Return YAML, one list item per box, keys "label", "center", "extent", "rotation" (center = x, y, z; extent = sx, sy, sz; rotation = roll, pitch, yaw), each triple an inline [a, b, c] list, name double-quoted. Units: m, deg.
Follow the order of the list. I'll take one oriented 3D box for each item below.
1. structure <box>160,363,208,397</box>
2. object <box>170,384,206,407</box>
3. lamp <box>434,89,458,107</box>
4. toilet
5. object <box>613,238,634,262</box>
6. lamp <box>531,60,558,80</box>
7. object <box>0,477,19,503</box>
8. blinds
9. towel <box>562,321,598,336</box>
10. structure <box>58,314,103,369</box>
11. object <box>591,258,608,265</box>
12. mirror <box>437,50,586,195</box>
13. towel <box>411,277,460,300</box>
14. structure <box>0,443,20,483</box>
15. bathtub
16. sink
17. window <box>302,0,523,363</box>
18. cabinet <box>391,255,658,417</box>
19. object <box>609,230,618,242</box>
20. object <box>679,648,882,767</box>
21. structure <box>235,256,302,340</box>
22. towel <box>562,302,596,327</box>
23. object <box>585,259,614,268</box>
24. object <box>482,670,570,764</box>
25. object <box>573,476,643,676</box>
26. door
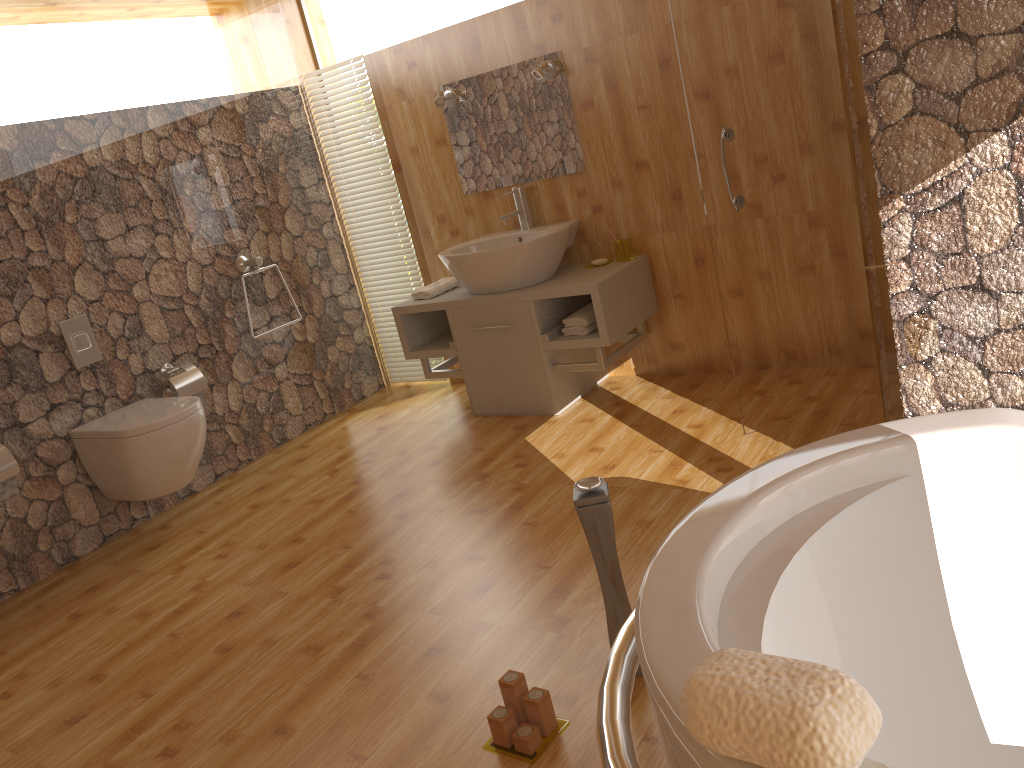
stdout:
- label: "structure"
  center: [-1.482, -0.019, 3.942]
  extent: [0.154, 0.151, 0.170]
  rotation: [-2, 19, 35]
- label: "object"
  center: [-1.443, 0.045, 3.953]
  extent: [0.090, 0.151, 0.098]
  rotation: [-2, 19, 35]
- label: "lamp"
  center: [-0.322, -1.344, 4.186]
  extent: [0.080, 0.080, 0.124]
  rotation: [-2, 19, 35]
- label: "toilet"
  center: [-1.461, 0.275, 3.645]
  extent: [0.507, 0.337, 0.371]
  rotation: [-2, 19, 35]
- label: "object"
  center: [0.499, -0.598, 3.961]
  extent: [0.060, 0.093, 0.060]
  rotation: [-2, 19, 35]
- label: "lamp"
  center: [0.135, -1.363, 3.862]
  extent: [0.080, 0.080, 0.124]
  rotation: [-2, 19, 35]
- label: "object"
  center: [-1.909, 0.358, 3.277]
  extent: [0.090, 0.151, 0.098]
  rotation: [-2, 19, 35]
- label: "blinds"
  center: [-0.777, -1.037, 4.741]
  extent: [0.420, 2.178, 0.042]
  rotation: [-2, 19, 35]
- label: "towel"
  center: [0.335, -0.269, 3.892]
  extent: [0.140, 0.048, 0.225]
  rotation: [0, 21, 40]
- label: "structure"
  center: [-1.778, -0.175, 3.656]
  extent: [0.010, 0.200, 0.120]
  rotation: [-2, 19, 35]
- label: "object"
  center: [0.397, -0.554, 4.019]
  extent: [0.075, 0.023, 0.050]
  rotation: [-19, 17, -17]
- label: "mirror"
  center: [-0.012, -1.194, 4.125]
  extent: [0.698, 0.523, 0.005]
  rotation: [-2, 19, 35]
- label: "towel"
  center: [-0.371, -0.468, 4.335]
  extent: [0.140, 0.048, 0.225]
  rotation: [0, 21, 40]
- label: "structure"
  center: [-1.948, 0.294, 3.266]
  extent: [0.154, 0.151, 0.170]
  rotation: [-2, 19, 35]
- label: "bathtub"
  center: [0.981, 0.400, 0.725]
  extent: [1.946, 0.900, 0.977]
  rotation: [-1, 20, 38]
- label: "sink"
  center: [-0.042, -0.660, 4.051]
  extent: [0.634, 0.409, 0.533]
  rotation: [-2, 19, 35]
- label: "window"
  center: [0.747, -1.138, 3.826]
  extent: [3.964, 2.164, 0.010]
  rotation: [-2, 19, 35]
- label: "cabinet"
  center: [0.074, -0.204, 4.191]
  extent: [1.136, 0.570, 0.517]
  rotation: [-2, 19, 35]
- label: "object"
  center: [0.469, -0.627, 3.949]
  extent: [0.063, 0.132, 0.012]
  rotation: [-21, 17, -23]
- label: "object"
  center: [0.225, 0.282, 0.761]
  extent: [0.166, 0.077, 0.105]
  rotation: [1, 22, 43]
- label: "structure"
  center: [-1.231, -0.446, 4.340]
  extent: [0.133, 0.387, 0.332]
  rotation: [-2, 19, 35]
- label: "towel"
  center: [0.337, -0.308, 3.884]
  extent: [0.140, 0.048, 0.225]
  rotation: [0, 21, 40]
- label: "object"
  center: [0.398, -0.546, 4.019]
  extent: [0.100, 0.010, 0.100]
  rotation: [-2, 19, 35]
- label: "object"
  center: [0.017, 0.706, 1.920]
  extent: [0.141, 0.131, 0.141]
  rotation: [-1, 21, 39]
- label: "object"
  center: [1.052, -0.572, 2.133]
  extent: [2.276, 1.921, 0.347]
  rotation: [-17, 16, -10]
- label: "door"
  center: [1.031, -0.973, 3.020]
  extent: [0.983, 2.147, 0.077]
  rotation: [-18, 16, -13]
